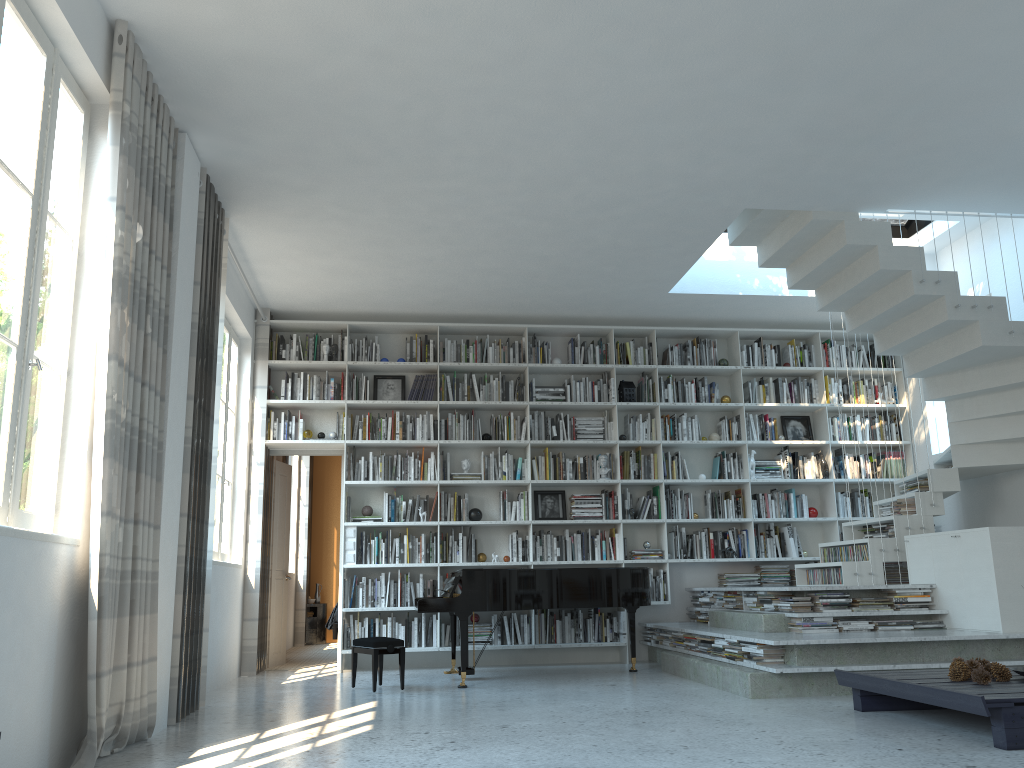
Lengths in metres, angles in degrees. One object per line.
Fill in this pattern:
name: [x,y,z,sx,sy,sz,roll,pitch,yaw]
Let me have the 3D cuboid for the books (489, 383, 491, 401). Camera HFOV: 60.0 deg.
books: [-0.216,0.107,8.456,0.010,0.208,0.174,0,-13,-7]

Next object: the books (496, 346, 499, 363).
books: [-0.146,-0.249,8.562,0.029,0.213,0.142,0,-13,-7]

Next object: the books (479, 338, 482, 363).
books: [-0.300,-0.286,8.528,0.013,0.275,0.165,0,-13,-7]

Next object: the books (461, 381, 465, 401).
books: [-0.470,0.099,8.425,0.029,0.218,0.158,0,-13,-7]

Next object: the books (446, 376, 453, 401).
books: [-0.595,0.073,8.423,0.067,0.274,0.168,0,-13,-7]

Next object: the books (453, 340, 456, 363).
books: [-0.554,-0.275,8.498,0.023,0.251,0.171,0,-13,-7]

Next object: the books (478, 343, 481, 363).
books: [-0.322,-0.263,8.535,0.029,0.235,0.130,0,-13,-7]

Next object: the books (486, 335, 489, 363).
books: [-0.237,-0.302,8.551,0.014,0.314,0.166,0,-13,-7]

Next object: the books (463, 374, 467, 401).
books: [-0.445,0.063,8.436,0.023,0.292,0.156,0,-13,-7]

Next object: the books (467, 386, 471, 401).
books: [-0.417,0.121,8.437,0.034,0.180,0.160,0,-13,-7]

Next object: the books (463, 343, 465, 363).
books: [-0.468,-0.260,8.531,0.025,0.234,0.130,0,-13,-7]

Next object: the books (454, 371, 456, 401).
books: [-0.543,0.050,8.418,0.012,0.314,0.172,0,-13,-7]

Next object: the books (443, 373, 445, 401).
books: [-0.647,0.059,8.436,0.014,0.308,0.130,0,-12,-7]

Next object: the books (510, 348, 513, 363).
books: [-0.016,-0.239,8.552,0.031,0.184,0.177,0,-13,-7]

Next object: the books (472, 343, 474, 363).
books: [-0.376,-0.264,8.521,0.013,0.234,0.155,0,-13,-7]

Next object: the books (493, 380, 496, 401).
books: [-0.174,0.096,8.452,0.021,0.225,0.192,0,-13,-7]

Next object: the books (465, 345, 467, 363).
books: [-0.448,-0.253,8.524,0.012,0.215,0.150,0,-13,-7]

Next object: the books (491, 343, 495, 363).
books: [-0.186,-0.262,8.550,0.026,0.235,0.134,0,-13,-7]

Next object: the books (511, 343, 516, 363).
books: [0.010,-0.262,8.570,0.026,0.236,0.149,0,-13,-7]

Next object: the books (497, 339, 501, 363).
books: [-0.121,-0.281,8.544,0.014,0.266,0.192,0,-13,-7]

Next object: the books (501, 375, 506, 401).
books: [-0.081,0.072,8.498,0.022,0.290,0.147,0,-13,-7]

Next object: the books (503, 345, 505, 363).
books: [-0.085,-0.253,8.536,0.013,0.206,0.178,0,-13,-7]

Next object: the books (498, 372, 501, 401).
books: [-0.118,0.055,8.473,0.011,0.312,0.184,0,-13,-7]

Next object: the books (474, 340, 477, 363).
books: [-0.351,-0.274,8.519,0.013,0.251,0.184,0,-13,-7]

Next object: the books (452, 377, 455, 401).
books: [-0.555,0.078,8.419,0.011,0.259,0.157,0,-13,-7]

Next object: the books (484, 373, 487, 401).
books: [-0.252,0.058,8.463,0.012,0.307,0.145,0,-12,-7]

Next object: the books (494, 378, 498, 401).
books: [-0.152,0.083,8.477,0.028,0.260,0.136,0,-13,-7]

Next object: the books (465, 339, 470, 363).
books: [-0.429,-0.278,8.531,0.028,0.267,0.152,0,-13,-7]

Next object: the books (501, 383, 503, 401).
books: [-0.103,0.108,8.485,0.024,0.213,0.150,0,-13,-7]

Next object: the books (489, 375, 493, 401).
books: [-0.201,0.072,8.479,0.026,0.286,0.138,0,-13,-7]

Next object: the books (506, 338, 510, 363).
books: [-0.039,-0.287,8.565,0.013,0.285,0.160,0,-13,-7]

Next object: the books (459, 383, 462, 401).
books: [-0.496,0.109,8.426,0.024,0.201,0.153,0,-13,-7]

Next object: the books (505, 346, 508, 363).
books: [-0.065,-0.250,8.535,0.026,0.199,0.187,0,-13,-7]

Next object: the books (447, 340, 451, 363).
books: [-0.605,-0.277,8.493,0.031,0.254,0.146,0,-13,-7]

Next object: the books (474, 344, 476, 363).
books: [-0.363,-0.257,8.514,0.011,0.215,0.160,0,-13,-7]

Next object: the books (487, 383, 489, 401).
books: [-0.237,0.110,8.480,0.024,0.212,0.128,0,-13,-7]

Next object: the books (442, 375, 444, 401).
books: [-0.657,0.067,8.411,0.013,0.283,0.159,0,-13,-7]

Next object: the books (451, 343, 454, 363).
books: [-0.577,-0.261,8.489,0.023,0.219,0.181,0,-13,-7]

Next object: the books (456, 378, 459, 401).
books: [-0.522,0.086,8.414,0.031,0.241,0.182,0,-13,-7]

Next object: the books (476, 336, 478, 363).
books: [-0.341,-0.296,8.528,0.010,0.298,0.151,0,-13,-7]

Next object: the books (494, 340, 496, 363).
books: [-0.167,-0.278,8.557,0.014,0.268,0.156,0,-13,-7]

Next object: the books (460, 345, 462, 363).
books: [-0.493,-0.254,8.498,0.014,0.207,0.167,0,-13,-7]

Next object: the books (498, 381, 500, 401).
books: [-0.131,0.097,8.473,0.013,0.230,0.142,0,-13,-7]

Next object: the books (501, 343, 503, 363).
books: [-0.104,-0.261,8.548,0.021,0.228,0.161,0,-13,-7]

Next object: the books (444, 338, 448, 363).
books: [-0.633,-0.284,8.511,0.021,0.278,0.141,0,-13,-7]

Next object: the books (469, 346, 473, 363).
books: [-0.398,-0.248,8.518,0.030,0.201,0.152,0,-13,-7]

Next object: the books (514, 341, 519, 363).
books: [0.037,-0.272,8.584,0.029,0.260,0.152,0,-13,-7]

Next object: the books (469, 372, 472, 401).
books: [-0.395,0.057,8.462,0.013,0.314,0.135,0,-12,-7]

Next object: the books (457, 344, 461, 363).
books: [-0.513,-0.257,8.482,0.029,0.207,0.179,0,-13,-7]

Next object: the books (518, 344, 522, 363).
books: [0.067,-0.259,8.564,0.026,0.225,0.172,0,-13,-7]

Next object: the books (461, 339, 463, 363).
books: [-0.482,-0.281,8.507,0.010,0.263,0.161,0,-13,-7]

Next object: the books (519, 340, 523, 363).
books: [0.086,-0.277,8.578,0.014,0.266,0.172,0,-13,-7]

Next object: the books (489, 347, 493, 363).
books: [-0.213,-0.242,8.533,0.031,0.189,0.182,0,-13,-7]

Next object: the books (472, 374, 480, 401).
books: [-0.348,0.066,8.440,0.075,0.285,0.179,0,-13,-7]

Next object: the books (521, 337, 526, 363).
books: [0.106,-0.288,8.579,0.026,0.288,0.176,0,-13,-7]

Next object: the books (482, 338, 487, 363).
books: [-0.268,-0.284,8.529,0.052,0.272,0.173,0,-13,-7]

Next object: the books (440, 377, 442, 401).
books: [-0.673,0.076,8.392,0.023,0.255,0.175,0,-13,-7]

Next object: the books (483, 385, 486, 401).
books: [-0.271,0.120,8.447,0.028,0.179,0.168,0,-13,-7]

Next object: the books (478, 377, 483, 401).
books: [-0.299,0.080,8.459,0.027,0.264,0.169,0,-13,-7]
